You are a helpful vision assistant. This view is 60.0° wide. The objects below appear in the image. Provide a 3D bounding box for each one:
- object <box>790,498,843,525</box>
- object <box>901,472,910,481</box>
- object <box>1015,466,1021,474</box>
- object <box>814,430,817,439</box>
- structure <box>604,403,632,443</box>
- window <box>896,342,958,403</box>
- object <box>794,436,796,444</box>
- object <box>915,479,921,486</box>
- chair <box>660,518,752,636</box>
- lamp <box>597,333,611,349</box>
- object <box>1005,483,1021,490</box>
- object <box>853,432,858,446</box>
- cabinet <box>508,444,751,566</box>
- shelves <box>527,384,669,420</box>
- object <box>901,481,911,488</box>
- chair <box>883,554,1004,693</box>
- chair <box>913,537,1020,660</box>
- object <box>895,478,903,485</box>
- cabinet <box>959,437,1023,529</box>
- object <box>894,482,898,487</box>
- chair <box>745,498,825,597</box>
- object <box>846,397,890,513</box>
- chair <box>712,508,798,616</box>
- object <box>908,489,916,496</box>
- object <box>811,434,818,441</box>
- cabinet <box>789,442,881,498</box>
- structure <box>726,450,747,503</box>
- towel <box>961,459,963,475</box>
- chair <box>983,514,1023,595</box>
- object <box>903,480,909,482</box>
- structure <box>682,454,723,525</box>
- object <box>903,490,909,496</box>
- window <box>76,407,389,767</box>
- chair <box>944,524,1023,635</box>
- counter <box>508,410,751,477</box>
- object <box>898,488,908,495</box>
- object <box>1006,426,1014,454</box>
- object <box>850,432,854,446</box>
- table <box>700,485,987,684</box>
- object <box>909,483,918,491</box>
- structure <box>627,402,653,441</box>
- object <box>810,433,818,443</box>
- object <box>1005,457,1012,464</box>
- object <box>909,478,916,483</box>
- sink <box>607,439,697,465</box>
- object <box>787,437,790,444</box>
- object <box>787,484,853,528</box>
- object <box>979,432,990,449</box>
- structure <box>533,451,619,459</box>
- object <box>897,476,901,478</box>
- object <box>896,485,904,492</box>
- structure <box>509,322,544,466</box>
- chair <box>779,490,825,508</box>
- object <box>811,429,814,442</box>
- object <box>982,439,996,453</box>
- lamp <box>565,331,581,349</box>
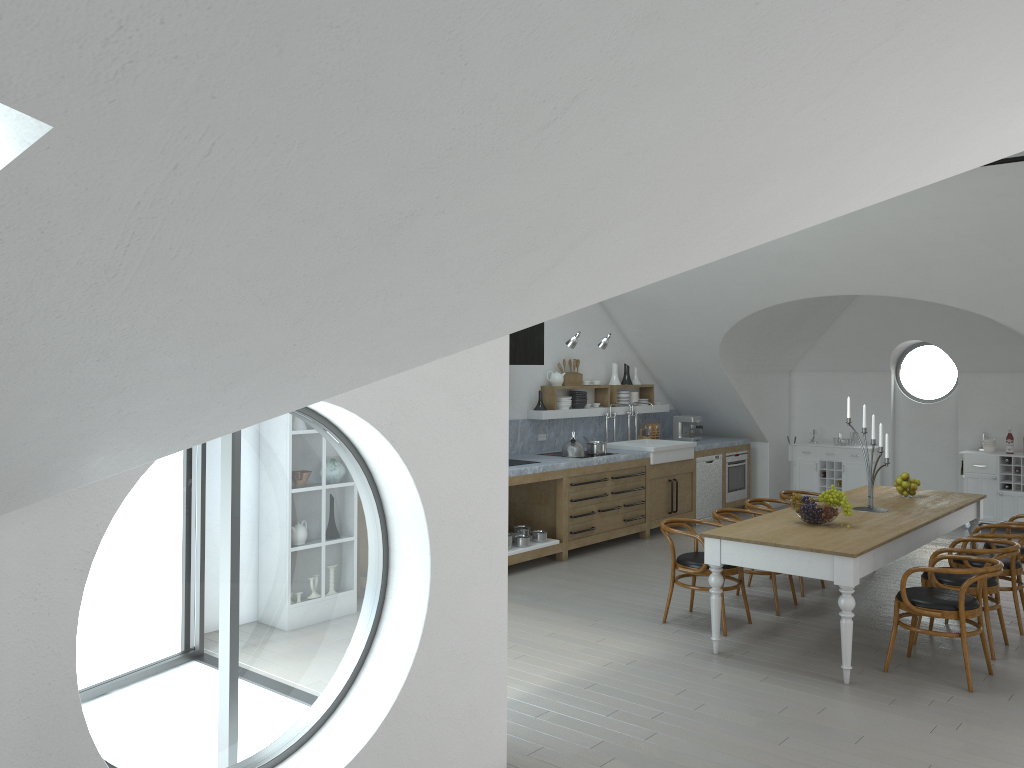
[{"bbox_3d":[2.145,0.908,6.251,0.360,0.159,0.360,1,1,20],"label":"object"},{"bbox_3d":[3.379,0.793,7.613,0.072,0.074,0.072,0,0,40],"label":"object"},{"bbox_3d":[5.973,1.009,10.421,0.085,0.085,0.331,0,1,40],"label":"object"},{"bbox_3d":[4.098,0.703,11.983,0.024,0.164,0.039,1,-1,-37],"label":"object"},{"bbox_3d":[1.276,0.492,10.517,0.332,0.530,0.214,0,-1,20],"label":"structure"},{"bbox_3d":[5.437,-0.150,11.568,0.900,0.900,0.060,0,-1,40],"label":"window"},{"bbox_3d":[3.798,0.836,11.927,0.029,0.269,0.088,1,-1,-24],"label":"object"},{"bbox_3d":[3.475,0.849,7.609,0.063,0.063,0.062,0,0,2],"label":"object"},{"bbox_3d":[1.412,1.410,6.614,0.621,0.735,0.527,0,0,40],"label":"chair"},{"bbox_3d":[0.982,-0.452,9.393,0.169,0.176,0.112,0,0,32],"label":"lamp"},{"bbox_3d":[5.915,1.203,10.461,0.156,0.085,0.331,1,1,41],"label":"object"},{"bbox_3d":[4.469,0.718,11.523,0.063,0.187,0.063,0,-1,25],"label":"object"},{"bbox_3d":[0.786,1.330,9.714,1.004,1.022,6.427,0,1,40],"label":"cabinet"},{"bbox_3d":[0.329,-0.294,9.559,0.480,1.362,5.549,0,0,34],"label":"shelves"},{"bbox_3d":[3.356,0.858,7.550,0.071,0.064,0.072,0,0,33],"label":"object"},{"bbox_3d":[2.688,1.436,5.480,0.621,0.735,0.527,0,0,43],"label":"chair"},{"bbox_3d":[3.123,1.429,6.064,0.621,0.735,0.527,0,0,40],"label":"chair"},{"bbox_3d":[3.330,0.840,7.618,0.066,0.071,0.072,0,0,9],"label":"object"},{"bbox_3d":[5.998,1.163,10.460,1.242,1.154,0.609,0,0,40],"label":"cabinet"},{"bbox_3d":[3.343,0.868,7.675,0.062,0.059,0.062,0,0,44],"label":"object"},{"bbox_3d":[2.343,1.397,7.729,0.621,0.735,0.527,0,0,43],"label":"chair"},{"bbox_3d":[2.810,0.543,6.973,0.265,0.875,0.775,0,0,14],"label":"object"},{"bbox_3d":[1.923,1.405,7.131,0.621,0.735,0.527,0,0,37],"label":"chair"},{"bbox_3d":[3.433,0.927,7.605,0.064,0.063,0.063,0,0,-39],"label":"object"},{"bbox_3d":[4.093,0.716,12.010,0.097,0.137,0.029,0,-1,43],"label":"object"},{"bbox_3d":[4.243,1.199,11.678,1.134,0.789,0.496,1,0,40],"label":"cabinet"},{"bbox_3d":[2.715,1.198,11.767,0.631,0.637,0.632,0,0,40],"label":"structure"},{"bbox_3d":[5.556,1.013,10.900,0.049,0.204,0.150,0,-1,41],"label":"towel"},{"bbox_3d":[4.118,1.419,7.123,0.621,0.735,0.527,0,0,43],"label":"chair"},{"bbox_3d":[3.398,0.840,7.647,0.053,0.051,0.053,0,0,11],"label":"object"},{"bbox_3d":[2.227,1.300,11.189,0.598,0.823,0.724,0,0,40],"label":"structure"},{"bbox_3d":[3.367,0.934,7.580,0.050,0.050,0.051,0,0,44],"label":"object"},{"bbox_3d":[-1.050,0.767,3.367,0.104,1.471,1.470,0,0,40],"label":"window"},{"bbox_3d":[3.602,1.424,6.613,0.621,0.735,0.527,0,0,35],"label":"chair"},{"bbox_3d":[0.821,0.509,9.796,0.961,0.620,6.574,1,1,40],"label":"counter"},{"bbox_3d":[3.373,0.919,7.647,0.080,0.074,0.078,0,0,-5],"label":"object"},{"bbox_3d":[5.907,0.663,10.516,0.081,0.330,0.081,0,-1,36],"label":"object"},{"bbox_3d":[4.446,0.720,11.583,0.054,0.179,0.054,0,-1,17],"label":"object"},{"bbox_3d":[2.706,1.379,6.826,1.018,0.799,3.348,1,1,40],"label":"table"},{"bbox_3d":[3.418,0.878,7.551,0.071,0.072,0.070,0,0,4],"label":"object"},{"bbox_3d":[1.589,0.488,10.891,0.332,0.530,0.214,0,-1,20],"label":"structure"},{"bbox_3d":[4.087,0.736,12.004,0.101,0.138,0.067,0,0,40],"label":"object"},{"bbox_3d":[5.892,0.897,10.482,0.092,0.094,0.359,0,1,40],"label":"object"},{"bbox_3d":[3.424,0.833,7.584,0.053,0.057,0.058,0,0,-36],"label":"object"},{"bbox_3d":[1.623,0.796,10.491,0.727,0.202,1.020,1,1,40],"label":"sink"},{"bbox_3d":[3.756,0.835,11.962,0.088,0.269,0.029,0,-1,13],"label":"object"},{"bbox_3d":[2.156,0.846,6.225,0.394,0.284,0.292,0,0,4],"label":"object"},{"bbox_3d":[5.791,0.696,10.871,0.115,0.209,0.065,0,-1,42],"label":"object"},{"bbox_3d":[0.709,0.776,9.553,0.647,0.041,0.737,1,1,40],"label":"structure"},{"bbox_3d":[3.373,0.823,7.693,0.062,0.059,0.062,0,0,41],"label":"object"},{"bbox_3d":[3.323,0.895,7.593,0.059,0.056,0.059,0,0,35],"label":"object"},{"bbox_3d":[-0.282,-0.175,8.622,0.780,1.885,1.075,0,-1,40],"label":"structure"},{"bbox_3d":[2.814,1.392,8.277,0.621,0.735,0.527,0,0,36],"label":"chair"},{"bbox_3d":[4.083,0.700,12.015,0.039,0.175,0.054,0,-1,40],"label":"object"},{"bbox_3d":[5.724,0.745,10.634,0.158,0.160,0.154,0,0,-22],"label":"object"},{"bbox_3d":[0.608,-0.444,8.951,0.115,0.178,0.164,1,0,-32],"label":"lamp"}]
